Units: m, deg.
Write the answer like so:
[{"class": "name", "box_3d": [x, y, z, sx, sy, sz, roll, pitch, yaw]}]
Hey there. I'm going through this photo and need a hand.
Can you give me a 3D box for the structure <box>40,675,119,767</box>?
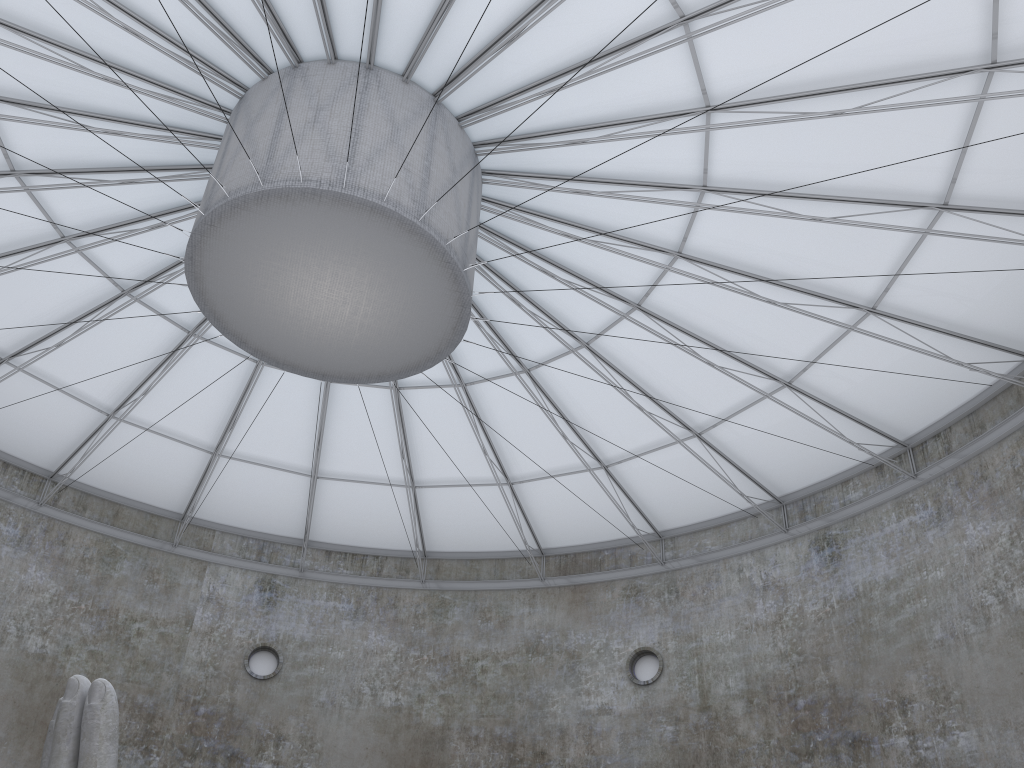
[{"class": "structure", "box_3d": [-2.613, 8.672, 14.834, 15.588, 5.553, 11.055, -18, -40, 27]}]
